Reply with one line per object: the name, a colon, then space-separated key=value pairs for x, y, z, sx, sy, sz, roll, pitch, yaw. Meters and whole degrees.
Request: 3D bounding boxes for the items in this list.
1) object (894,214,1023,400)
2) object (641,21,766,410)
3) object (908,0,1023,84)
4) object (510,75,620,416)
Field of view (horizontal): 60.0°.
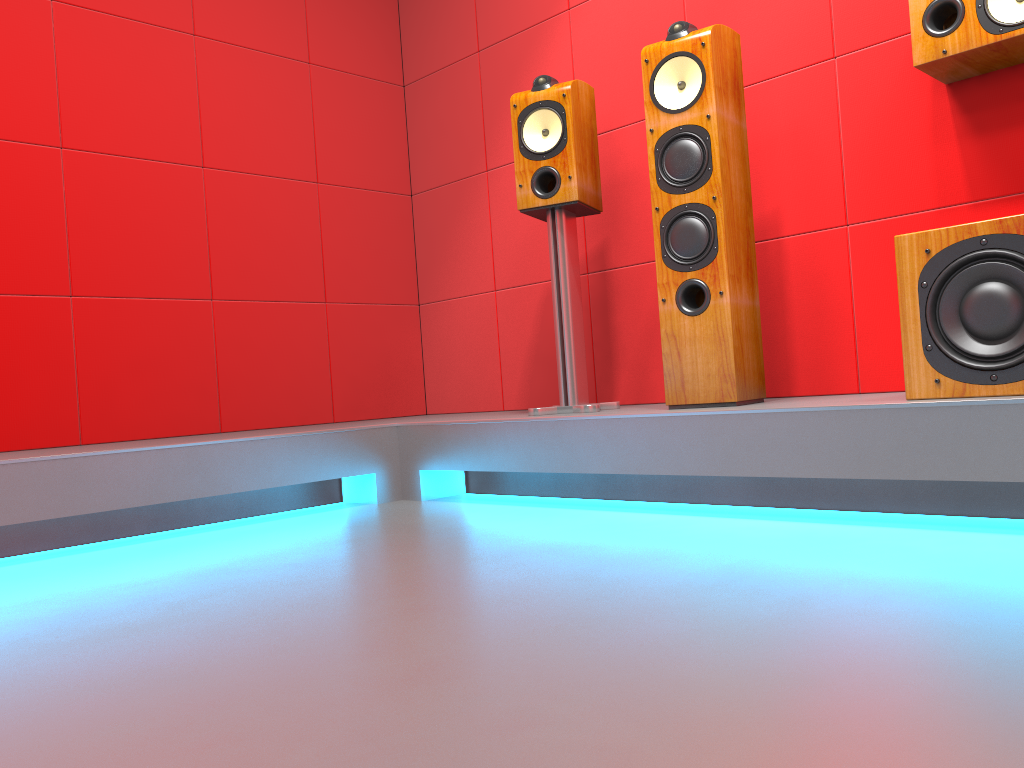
object: x=1.090 y=-0.161 z=1.925 sx=0.360 sy=0.360 sz=0.360 roll=-4 pitch=-1 yaw=45
object: x=0.531 y=-0.464 z=2.464 sx=0.203 sy=1.052 sz=0.238 roll=-4 pitch=-1 yaw=35
object: x=1.264 y=-0.959 z=2.161 sx=0.493 sy=0.271 sz=0.235 roll=-4 pitch=-1 yaw=45
object: x=0.165 y=-0.438 z=2.828 sx=0.231 sy=1.058 sz=0.265 roll=-4 pitch=-1 yaw=25
